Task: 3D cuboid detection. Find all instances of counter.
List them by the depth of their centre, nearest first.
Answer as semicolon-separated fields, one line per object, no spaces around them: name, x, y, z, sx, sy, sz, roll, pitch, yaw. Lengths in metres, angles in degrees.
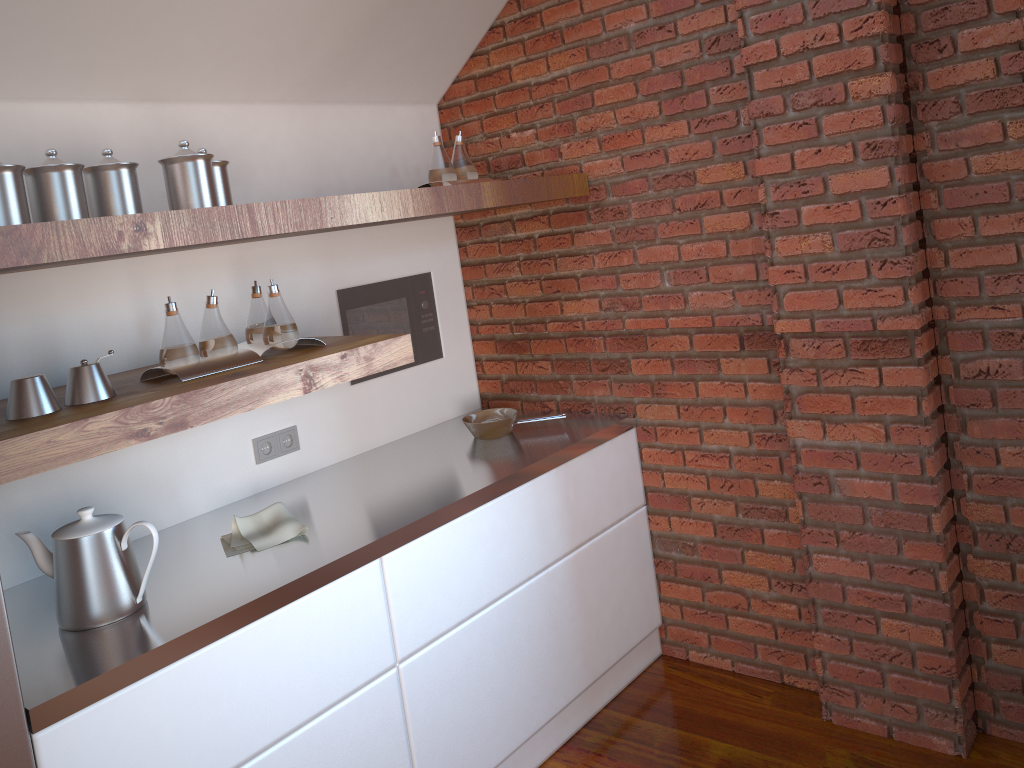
counter;-0.476;0.352;2.515;0.712;0.044;2.017;1;14;40

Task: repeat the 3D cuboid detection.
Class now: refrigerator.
refrigerator;-1.384;0.650;1.391;0.778;1.758;0.925;-4;7;41

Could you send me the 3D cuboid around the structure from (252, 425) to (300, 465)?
structure;-0.748;0.191;2.775;0.032;0.079;0.163;-4;10;41

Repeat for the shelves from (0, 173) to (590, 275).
shelves;-0.617;-0.459;2.479;0.653;0.075;2.011;1;14;40

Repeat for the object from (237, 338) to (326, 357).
object;-0.643;-0.104;2.373;0.198;0.032;0.223;-17;13;-39

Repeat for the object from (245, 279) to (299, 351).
object;-0.655;-0.185;2.368;0.094;0.191;0.202;-12;8;-39

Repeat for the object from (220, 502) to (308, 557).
object;-0.650;0.368;2.275;0.206;0.061;0.196;-13;11;-26

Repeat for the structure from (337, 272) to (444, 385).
structure;-0.429;-0.210;3.177;0.013;0.331;0.464;-5;8;41

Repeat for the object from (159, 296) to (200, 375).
object;-0.813;-0.118;2.128;0.094;0.189;0.093;-12;6;-36

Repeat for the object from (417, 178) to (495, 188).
object;-0.189;-0.655;2.903;0.194;0.032;0.227;0;13;39

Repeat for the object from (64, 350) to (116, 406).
object;-0.941;-0.014;1.947;0.106;0.099;0.107;-9;7;-7

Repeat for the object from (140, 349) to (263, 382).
object;-0.768;-0.048;2.175;0.194;0.032;0.227;0;13;39

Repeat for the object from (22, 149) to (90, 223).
object;-1.006;-0.431;1.942;0.128;0.176;0.129;-4;7;36

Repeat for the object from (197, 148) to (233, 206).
object;-0.798;-0.528;2.300;0.128;0.176;0.129;-4;7;36

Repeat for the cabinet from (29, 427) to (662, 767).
cabinet;-0.416;0.775;2.543;0.709;0.809;2.017;-2;11;41

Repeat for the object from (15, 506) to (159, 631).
object;-0.920;0.388;1.919;0.304;0.236;0.182;-11;7;-18

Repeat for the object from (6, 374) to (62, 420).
object;-1.016;0.023;1.857;0.107;0.081;0.107;-11;9;-20

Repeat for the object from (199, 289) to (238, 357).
object;-0.746;-0.143;2.212;0.094;0.190;0.094;-9;5;-5

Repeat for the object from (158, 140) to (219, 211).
object;-0.773;-0.495;2.106;0.128;0.176;0.129;-4;7;36

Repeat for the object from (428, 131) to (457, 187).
object;-0.233;-0.725;2.856;0.094;0.189;0.093;-12;6;-36

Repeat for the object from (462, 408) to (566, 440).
object;0.000;0.137;2.988;0.347;0.073;0.198;-4;11;21

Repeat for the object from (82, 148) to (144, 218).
object;-0.936;-0.464;2.062;0.128;0.176;0.129;-4;7;36

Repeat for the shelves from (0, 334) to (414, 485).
shelves;-0.853;0.023;2.158;0.653;0.075;1.084;1;14;40

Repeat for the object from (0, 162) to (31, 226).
object;-1.073;-0.399;1.825;0.128;0.176;0.129;-4;7;36

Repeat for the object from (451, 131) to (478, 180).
object;-0.167;-0.749;2.941;0.094;0.190;0.094;-9;5;-5
